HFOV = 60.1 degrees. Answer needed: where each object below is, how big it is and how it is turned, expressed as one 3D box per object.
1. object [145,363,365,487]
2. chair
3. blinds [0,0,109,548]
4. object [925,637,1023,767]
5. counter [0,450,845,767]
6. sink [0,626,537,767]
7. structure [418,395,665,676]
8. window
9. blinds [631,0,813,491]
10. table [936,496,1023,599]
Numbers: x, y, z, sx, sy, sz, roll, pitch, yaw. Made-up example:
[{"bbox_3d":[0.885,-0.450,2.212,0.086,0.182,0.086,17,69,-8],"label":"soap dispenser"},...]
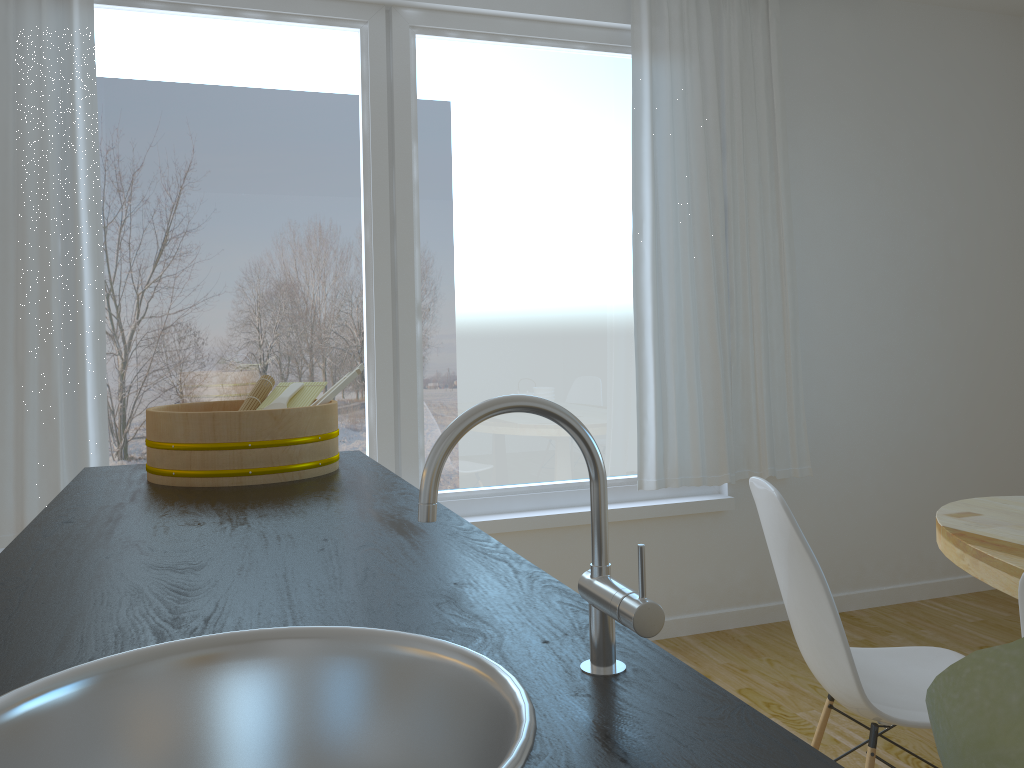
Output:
[{"bbox_3d":[-0.544,0.073,1.840,0.378,0.214,0.430,-1,2,9],"label":"object"},{"bbox_3d":[0.796,0.646,1.857,0.523,0.902,0.430,-1,0,1],"label":"chair"},{"bbox_3d":[-1.664,-0.574,2.691,0.795,2.161,0.150,-1,-1,-20],"label":"blinds"},{"bbox_3d":[0.134,0.081,0.191,0.077,0.072,0.074,-1,1,6],"label":"object"},{"bbox_3d":[-0.256,0.238,0.904,0.601,0.040,2.401,-2,3,-19],"label":"counter"},{"bbox_3d":[-0.183,0.304,0.595,0.403,0.157,0.405,0,3,22],"label":"sink"},{"bbox_3d":[0.019,0.117,0.641,0.162,0.215,0.097,-2,0,-19],"label":"structure"},{"bbox_3d":[-0.451,-0.450,3.317,2.728,1.919,0.088,-2,-1,-19],"label":"window"},{"bbox_3d":[0.850,-0.676,3.571,0.795,2.161,0.150,-1,-1,-19],"label":"blinds"},{"bbox_3d":[1.693,0.730,1.490,1.194,0.725,2.190,-2,3,-21],"label":"table"}]
